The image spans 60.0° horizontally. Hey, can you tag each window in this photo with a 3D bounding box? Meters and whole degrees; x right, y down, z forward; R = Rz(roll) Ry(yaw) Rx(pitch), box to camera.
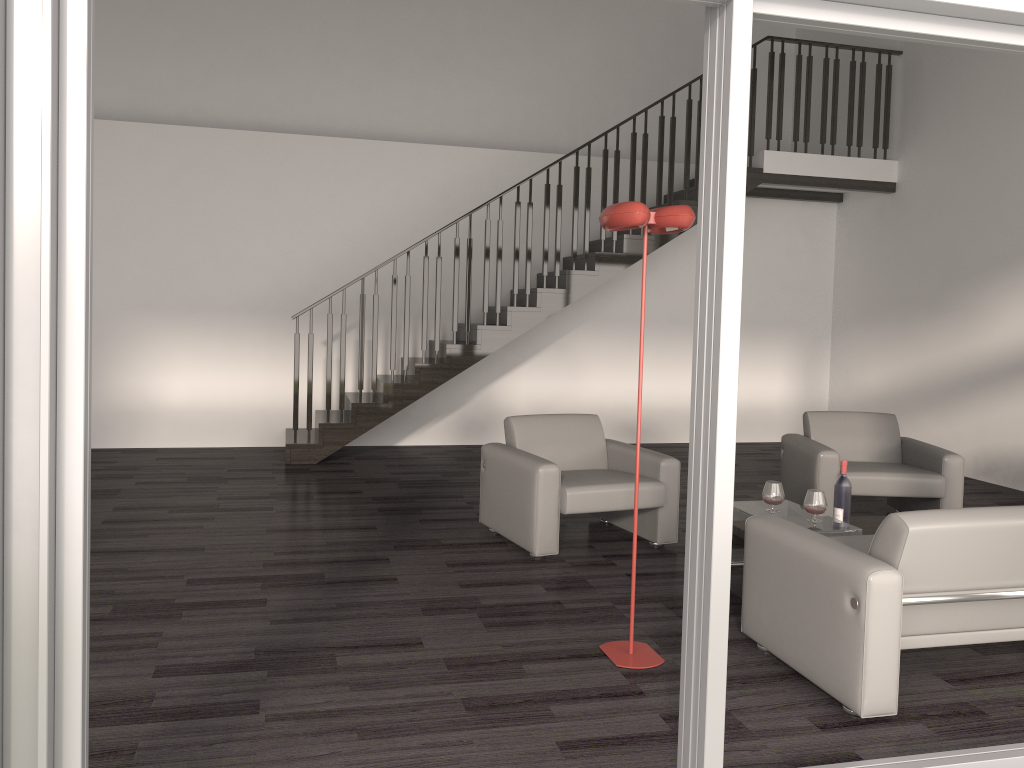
[{"bbox_3d":[0.559,-0.544,2.288,9.743,3.466,0.386,1,3,-14],"label":"window"}]

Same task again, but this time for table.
[{"bbox_3d":[1.822,0.908,4.730,1.200,0.249,0.601,0,4,-14],"label":"table"},{"bbox_3d":[1.436,0.851,4.629,0.400,0.341,0.682,1,4,-14],"label":"table"}]

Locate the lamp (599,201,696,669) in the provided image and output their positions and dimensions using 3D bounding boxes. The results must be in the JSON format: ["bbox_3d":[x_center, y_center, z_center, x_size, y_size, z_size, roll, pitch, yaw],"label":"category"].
[{"bbox_3d":[0.502,0.193,3.513,0.353,1.785,0.365,1,3,-14],"label":"lamp"}]

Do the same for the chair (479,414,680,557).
[{"bbox_3d":[0.409,0.581,5.371,0.963,0.716,0.912,0,4,-24],"label":"chair"}]

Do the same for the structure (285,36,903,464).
[{"bbox_3d":[1.060,-1.367,8.789,6.341,4.088,1.002,1,3,-14],"label":"structure"}]

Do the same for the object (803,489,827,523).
[{"bbox_3d":[1.536,0.616,4.488,0.116,0.155,0.116,0,4,-24],"label":"object"}]

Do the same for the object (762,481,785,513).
[{"bbox_3d":[1.381,0.596,4.685,0.116,0.155,0.116,1,3,-6],"label":"object"}]

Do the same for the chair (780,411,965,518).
[{"bbox_3d":[2.426,0.585,6.043,0.963,0.716,0.912,2,4,1],"label":"chair"}]

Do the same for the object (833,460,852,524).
[{"bbox_3d":[1.772,0.594,4.748,0.093,0.370,0.093,1,3,-15],"label":"object"}]

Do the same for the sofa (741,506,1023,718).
[{"bbox_3d":[2.086,0.769,3.648,2.114,0.716,0.904,1,4,-14],"label":"sofa"}]
